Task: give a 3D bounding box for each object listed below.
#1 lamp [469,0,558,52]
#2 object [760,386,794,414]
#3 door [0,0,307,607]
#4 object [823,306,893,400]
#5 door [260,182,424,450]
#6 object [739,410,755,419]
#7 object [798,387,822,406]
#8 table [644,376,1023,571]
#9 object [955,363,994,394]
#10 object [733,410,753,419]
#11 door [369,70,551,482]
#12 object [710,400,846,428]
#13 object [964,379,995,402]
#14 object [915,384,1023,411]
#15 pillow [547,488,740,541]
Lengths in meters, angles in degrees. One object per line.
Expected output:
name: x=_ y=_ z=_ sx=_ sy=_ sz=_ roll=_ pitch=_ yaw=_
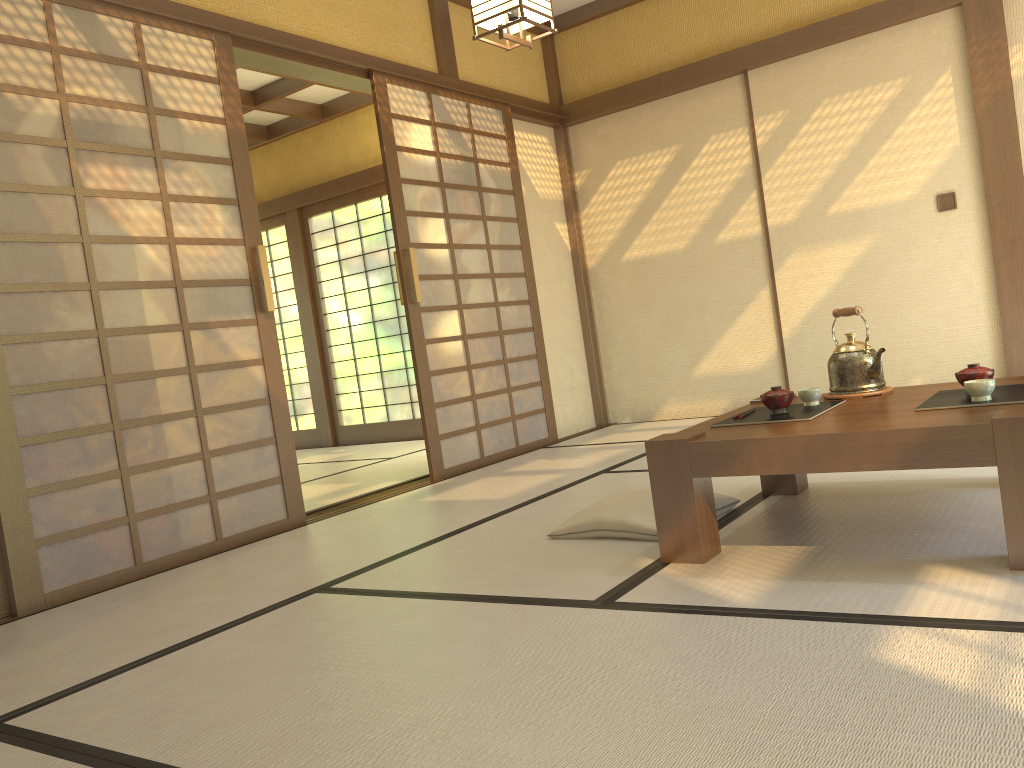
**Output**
lamp: x=-0.064 y=-1.822 z=3.274 sx=0.240 sy=1.129 sz=0.240 roll=-7 pitch=3 yaw=35
object: x=0.810 y=0.048 z=2.706 sx=0.100 sy=0.080 sz=0.100 roll=-7 pitch=3 yaw=35
door: x=-1.490 y=-0.397 z=3.590 sx=0.076 sy=2.265 sz=1.230 roll=-7 pitch=3 yaw=35
object: x=1.141 y=-0.110 z=2.966 sx=0.226 sy=0.296 sz=0.219 roll=-7 pitch=3 yaw=30
door: x=-1.843 y=-0.514 z=8.299 sx=2.890 sy=2.230 sz=0.140 roll=-7 pitch=3 yaw=35
object: x=0.748 y=0.093 z=2.813 sx=0.008 sy=0.008 sz=0.200 roll=-7 pitch=3 yaw=28
object: x=0.948 y=0.041 z=2.816 sx=0.074 sy=0.052 sz=0.073 roll=-9 pitch=2 yaw=-12
table: x=1.086 y=0.229 z=2.630 sx=1.000 sy=0.350 sz=1.000 roll=-7 pitch=3 yaw=35
object: x=1.309 y=-0.016 z=2.505 sx=0.100 sy=0.080 sz=0.100 roll=-7 pitch=3 yaw=35
object: x=0.739 y=0.094 z=2.823 sx=0.008 sy=0.008 sz=0.200 roll=-7 pitch=3 yaw=33
door: x=-0.276 y=-0.647 z=5.364 sx=0.076 sy=2.265 sz=1.230 roll=-7 pitch=3 yaw=35
object: x=0.830 y=0.091 z=2.747 sx=0.300 sy=0.007 sz=0.400 roll=-7 pitch=3 yaw=35
object: x=1.240 y=0.017 z=2.349 sx=0.074 sy=0.052 sz=0.073 roll=-9 pitch=2 yaw=-12
object: x=1.312 y=0.032 z=2.452 sx=0.300 sy=0.007 sz=0.400 roll=-7 pitch=3 yaw=35
pillow: x=0.456 y=0.444 z=3.062 sx=0.496 sy=0.107 sz=0.486 roll=-6 pitch=3 yaw=39
